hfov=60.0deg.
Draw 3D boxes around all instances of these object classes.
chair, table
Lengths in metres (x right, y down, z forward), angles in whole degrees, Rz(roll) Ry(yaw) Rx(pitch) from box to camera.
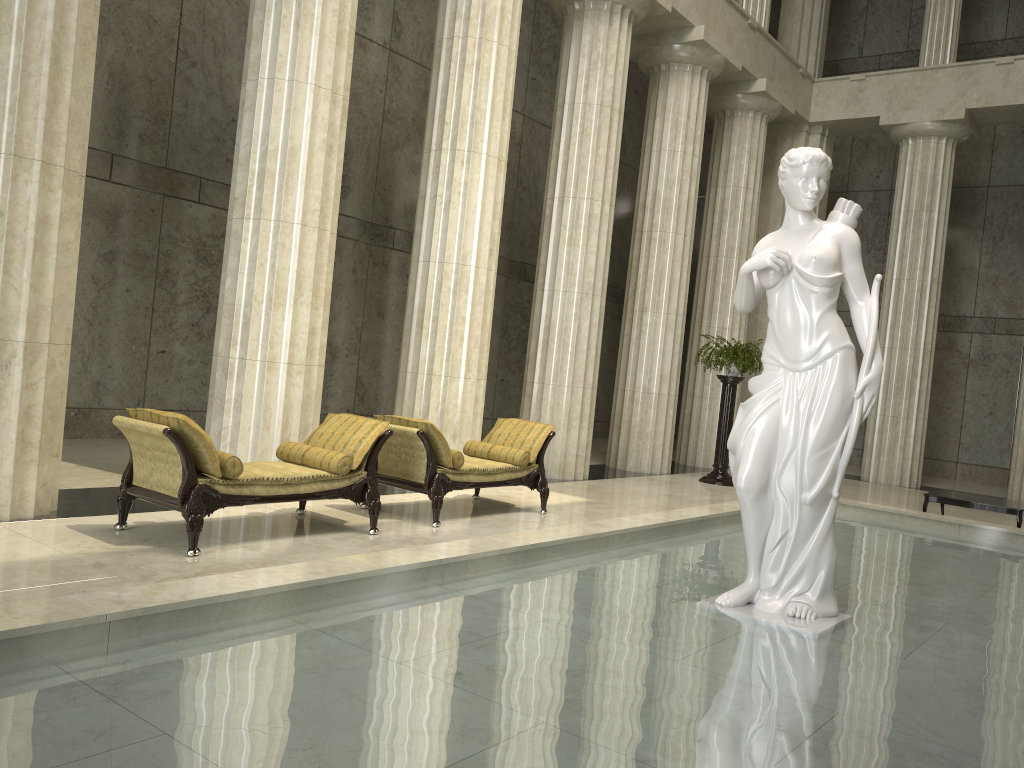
[{"bbox_3d":[-0.497,0.814,8.955,0.993,0.950,2.172,7,1,37],"label":"chair"},{"bbox_3d":[-1.985,0.696,6.990,0.993,0.950,2.172,7,1,37],"label":"chair"},{"bbox_3d":[5.697,1.652,10.844,1.134,0.494,1.123,7,1,36],"label":"table"}]

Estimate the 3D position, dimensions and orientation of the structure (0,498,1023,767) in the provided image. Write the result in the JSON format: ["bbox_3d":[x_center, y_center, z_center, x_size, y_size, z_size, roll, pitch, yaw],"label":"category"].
[{"bbox_3d":[1.638,1.509,5.472,3.754,0.508,11.573,7,1,37],"label":"structure"}]

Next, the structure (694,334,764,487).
[{"bbox_3d":[3.445,0.404,14.186,1.159,2.386,1.053,7,1,32],"label":"structure"}]

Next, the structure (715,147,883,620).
[{"bbox_3d":[1.752,0.060,5.440,0.940,3.044,0.729,7,1,32],"label":"structure"}]
